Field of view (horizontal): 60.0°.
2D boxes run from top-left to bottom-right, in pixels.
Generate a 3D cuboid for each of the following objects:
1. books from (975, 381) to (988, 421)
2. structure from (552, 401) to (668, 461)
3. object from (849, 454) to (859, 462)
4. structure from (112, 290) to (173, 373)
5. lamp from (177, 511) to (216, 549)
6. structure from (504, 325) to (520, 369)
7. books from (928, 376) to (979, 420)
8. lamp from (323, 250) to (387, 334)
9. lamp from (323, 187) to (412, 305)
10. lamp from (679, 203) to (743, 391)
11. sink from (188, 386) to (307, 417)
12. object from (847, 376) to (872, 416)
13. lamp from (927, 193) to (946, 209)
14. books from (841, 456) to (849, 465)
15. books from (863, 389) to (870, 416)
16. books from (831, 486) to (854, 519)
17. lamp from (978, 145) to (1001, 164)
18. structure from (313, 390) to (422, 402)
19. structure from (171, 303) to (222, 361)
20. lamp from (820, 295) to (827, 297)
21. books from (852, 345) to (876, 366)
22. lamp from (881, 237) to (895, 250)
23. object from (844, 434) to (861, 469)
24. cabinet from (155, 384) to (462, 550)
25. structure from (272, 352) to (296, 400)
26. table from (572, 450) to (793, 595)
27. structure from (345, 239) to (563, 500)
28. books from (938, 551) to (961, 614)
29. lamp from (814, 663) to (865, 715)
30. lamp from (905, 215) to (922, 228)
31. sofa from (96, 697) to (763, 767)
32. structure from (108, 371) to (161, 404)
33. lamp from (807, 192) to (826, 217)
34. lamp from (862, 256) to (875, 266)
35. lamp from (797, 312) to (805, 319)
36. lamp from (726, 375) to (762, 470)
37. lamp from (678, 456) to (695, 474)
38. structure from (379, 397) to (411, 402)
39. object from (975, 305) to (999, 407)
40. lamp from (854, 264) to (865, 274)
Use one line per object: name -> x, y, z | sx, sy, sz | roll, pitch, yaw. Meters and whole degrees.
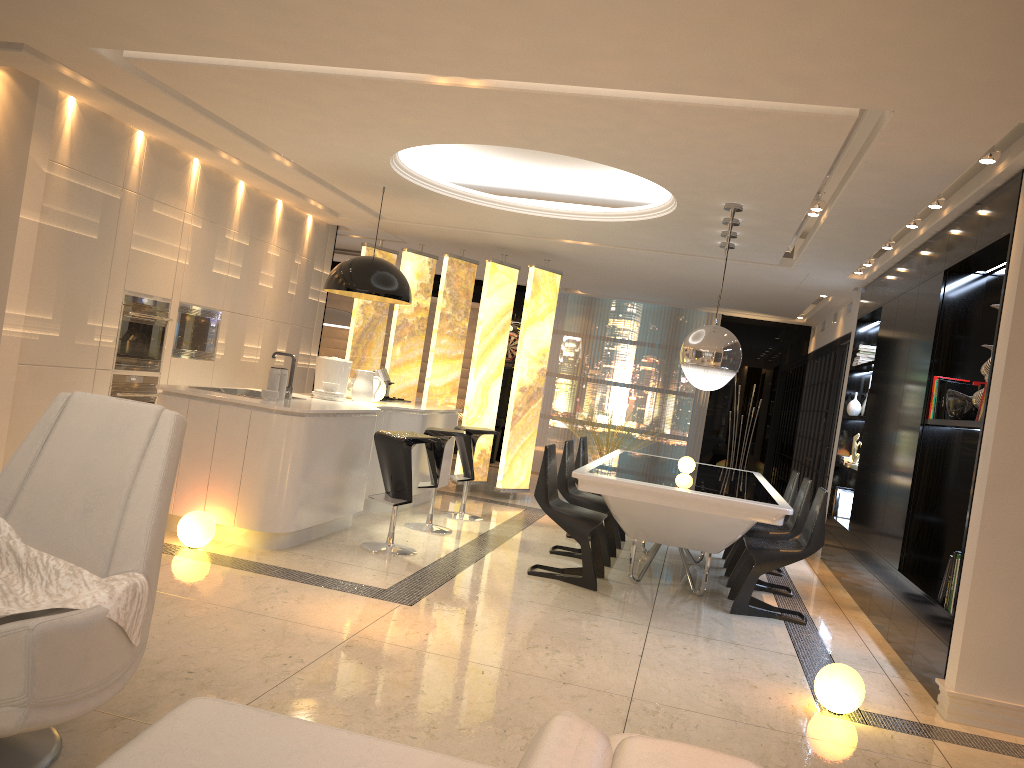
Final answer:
books -> 2.445, 0.086, 4.404 | 0.189, 0.238, 0.290 | 9, 0, 11
structure -> 1.315, 0.829, 12.201 | 1.275, 1.142, 1.282 | 9, 0, -32
object -> 3.134, 0.695, 8.075 | 0.125, 0.125, 0.125 | 8, 0, -38
structure -> -3.081, -0.429, 6.912 | 0.595, 0.597, 0.609 | 9, 0, 12
lamp -> -1.842, 0.848, 5.178 | 0.212, 0.214, 0.213 | 9, 0, -27
structure -> -0.050, -0.557, 13.338 | 0.669, 0.669, 0.048 | 9, 0, 12
books -> 2.639, 0.096, 5.305 | 0.210, 0.270, 0.236 | 9, 0, 12
lamp -> -2.419, -1.288, 11.918 | 1.578, 0.995, 0.939 | 9, 0, 12
lamp -> -1.094, -1.141, 7.125 | 0.710, 0.898, 0.710 | 9, 0, 23
lamp -> 1.537, -0.571, 6.619 | 0.408, 1.226, 1.827 | 9, 0, 12
sink -> -1.791, 0.136, 6.035 | 0.485, 0.152, 0.738 | 9, 0, 12
object -> 3.258, 0.112, 8.280 | 0.210, 0.395, 0.180 | 9, 0, 15
lamp -> 2.569, -1.127, 5.370 | 0.107, 0.127, 0.107 | 9, 0, -7
books -> 3.192, 0.729, 8.279 | 0.209, 0.073, 0.266 | 9, 0, 16
books -> 3.148, 0.168, 7.627 | 0.207, 0.256, 0.245 | 9, 0, 11
books -> 3.144, 1.120, 8.348 | 0.210, 0.270, 0.236 | 9, 0, 12
lamp -> 2.360, -1.155, 4.388 | 0.107, 0.127, 0.107 | 9, 0, -7
structure -> -2.675, 0.385, 11.908 | 2.912, 0.812, 1.659 | 9, 0, 12
structure -> -2.905, -0.465, 7.638 | 0.446, 0.450, 0.659 | 9, 0, 12
lamp -> 3.423, -1.016, 9.715 | 0.107, 0.127, 0.107 | 9, 0, -7
books -> 3.336, -0.251, 8.285 | 0.259, 0.188, 0.302 | 9, 0, 19
lamp -> 2.863, -1.089, 6.749 | 0.107, 0.127, 0.107 | 9, 0, -7
object -> 3.094, 0.599, 7.915 | 0.177, 0.311, 0.177 | 9, 0, 12
cabinet -> -1.419, 0.564, 7.116 | 1.046, 0.887, 3.752 | 9, 0, 12
structure -> -1.560, -0.058, 5.964 | 0.177, 0.310, 0.089 | 9, 0, 12
table -> 1.229, 1.034, 6.614 | 1.293, 0.759, 3.031 | 9, 0, 12
structure -> -0.722, -0.184, 9.544 | 2.180, 2.555, 0.448 | 9, 0, 12
books -> 2.300, 0.995, 4.440 | 0.222, 0.296, 0.345 | 9, 0, 12
lamp -> 1.460, 1.357, 3.955 | 0.213, 0.214, 0.212 | 8, 0, -38
lamp -> 2.694, -1.111, 5.953 | 0.107, 0.127, 0.107 | 9, 0, -7
sofa -> -0.387, 0.818, 0.584 | 1.145, 0.754, 2.328 | 9, 0, 12
structure -> -3.172, 0.173, 6.914 | 0.595, 0.597, 0.609 | 9, 0, 12
lamp -> 2.046, -1.210, 5.966 | 0.107, 0.127, 0.271 | 9, 0, 12
lamp -> 3.032, -1.066, 7.543 | 0.107, 0.127, 0.107 | 9, 0, -7
lamp -> 3.916, -0.952, 12.032 | 0.107, 0.127, 0.107 | 9, 0, -7
lamp -> 3.182, 0.780, 12.379 | 0.418, 1.801, 0.200 | 9, 0, 12
lamp -> 1.283, 0.596, 6.519 | 0.125, 0.125, 0.125 | 9, 0, -27
structure -> -1.302, 0.116, 8.280 | 0.502, 0.026, 0.811 | 9, 0, 12
object -> 2.497, -0.099, 4.595 | 0.121, 0.612, 0.121 | 9, 0, 7
lamp -> 3.126, -1.054, 7.982 | 0.107, 0.127, 0.107 | 9, 0, -7
